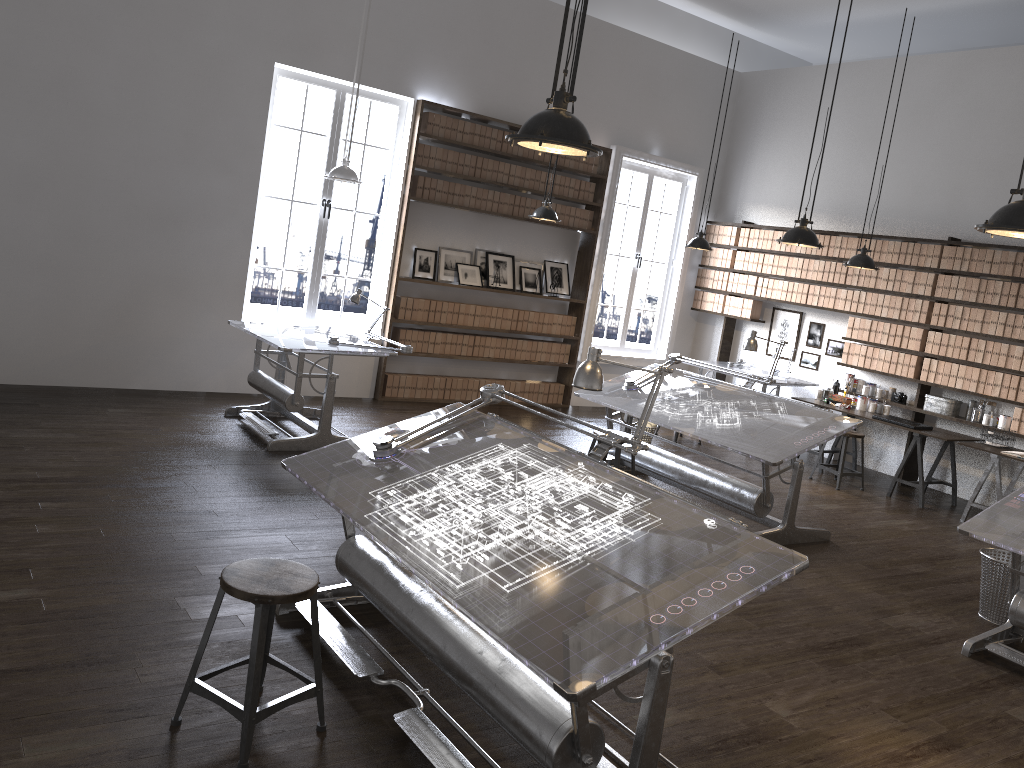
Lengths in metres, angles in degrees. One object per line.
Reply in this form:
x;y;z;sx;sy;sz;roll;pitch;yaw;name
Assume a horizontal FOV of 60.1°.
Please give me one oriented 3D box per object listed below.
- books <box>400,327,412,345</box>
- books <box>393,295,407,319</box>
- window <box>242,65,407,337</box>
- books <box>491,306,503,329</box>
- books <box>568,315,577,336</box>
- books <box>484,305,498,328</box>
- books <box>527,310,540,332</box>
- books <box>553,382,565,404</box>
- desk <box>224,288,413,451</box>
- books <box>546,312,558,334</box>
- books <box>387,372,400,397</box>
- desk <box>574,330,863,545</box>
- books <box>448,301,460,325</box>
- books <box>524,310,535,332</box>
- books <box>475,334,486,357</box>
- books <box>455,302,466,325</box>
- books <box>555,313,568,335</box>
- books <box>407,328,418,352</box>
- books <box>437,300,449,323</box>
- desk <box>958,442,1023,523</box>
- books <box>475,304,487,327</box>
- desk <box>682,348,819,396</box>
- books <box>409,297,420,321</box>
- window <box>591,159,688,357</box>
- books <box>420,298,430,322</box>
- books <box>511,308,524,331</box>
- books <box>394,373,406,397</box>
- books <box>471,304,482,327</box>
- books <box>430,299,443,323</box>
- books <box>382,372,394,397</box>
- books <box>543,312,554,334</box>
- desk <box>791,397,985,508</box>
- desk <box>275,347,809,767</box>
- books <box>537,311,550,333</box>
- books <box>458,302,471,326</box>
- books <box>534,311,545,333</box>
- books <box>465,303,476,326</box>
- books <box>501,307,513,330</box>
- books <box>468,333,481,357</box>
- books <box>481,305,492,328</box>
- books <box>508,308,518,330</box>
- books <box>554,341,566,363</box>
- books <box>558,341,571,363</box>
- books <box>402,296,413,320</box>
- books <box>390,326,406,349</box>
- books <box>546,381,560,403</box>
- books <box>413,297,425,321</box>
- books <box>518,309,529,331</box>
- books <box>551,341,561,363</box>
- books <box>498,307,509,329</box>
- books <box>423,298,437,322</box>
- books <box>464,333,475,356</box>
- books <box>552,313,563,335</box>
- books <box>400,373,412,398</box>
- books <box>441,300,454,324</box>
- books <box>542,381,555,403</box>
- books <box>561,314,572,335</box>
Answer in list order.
-1.111;-0.461;9.121;0.066;0.224;0.176;5;8;-35;books
-1.155;-0.781;9.027;0.066;0.224;0.176;5;8;-35;books
-1.801;-1.660;8.507;1.479;2.485;0.154;5;7;-35;window
-0.187;-0.729;9.709;0.066;0.224;0.176;5;8;-35;books
0.661;-0.683;10.310;0.067;0.224;0.176;5;8;-35;books
-0.248;-0.733;9.670;0.066;0.224;0.176;5;8;-35;books
0.218;-0.708;10.004;0.066;0.224;0.176;5;8;-35;books
0.525;0.102;10.385;0.066;0.224;0.176;5;8;-35;books
-1.509;-0.187;7.034;1.169;1.183;1.278;4;9;-35;desk
0.438;-0.696;10.156;0.066;0.224;0.176;5;8;-35;books
-1.240;0.007;9.135;0.066;0.224;0.176;5;8;-35;books
1.467;0.220;6.811;1.074;1.379;2.297;4;9;-35;desk
-0.639;-0.754;9.396;0.066;0.224;0.176;5;8;-35;books
0.163;-0.710;9.960;0.066;0.224;0.176;5;8;-35;books
-0.371;-0.422;9.653;0.066;0.224;0.176;5;8;-35;books
-0.581;-0.750;9.430;0.067;0.224;0.176;5;8;-35;books
0.548;-0.690;10.237;0.066;0.224;0.176;5;8;-35;books
-1.054;-0.458;9.166;0.066;0.224;0.176;5;8;-35;books
-0.753;-0.760;9.311;0.066;0.224;0.176;5;8;-35;books
4.532;1.021;7.192;0.654;0.666;1.681;4;9;-35;desk
-0.363;-0.739;9.591;0.066;0.224;0.176;5;8;-35;books
2.639;0.092;9.912;1.069;1.092;1.278;4;9;-35;desk
-1.035;-0.774;9.108;0.067;0.224;0.176;5;8;-35;books
1.493;-1.469;10.694;1.242;2.298;0.154;5;7;-35;window
-0.934;-0.770;9.188;0.066;0.224;0.176;5;8;-35;books
0.045;-0.717;9.875;0.067;0.224;0.176;5;8;-35;books
-1.181;0.011;9.172;0.067;0.224;0.176;5;8;-35;books
-0.418;-0.741;9.548;0.067;0.224;0.176;5;8;-35;books
-0.813;-0.764;9.274;0.066;0.224;0.176;5;8;-35;books
-1.298;0.004;9.096;0.066;0.224;0.176;5;8;-35;books
0.386;-0.699;10.121;0.066;0.224;0.176;5;8;-35;books
3.544;0.650;8.624;0.654;0.666;1.681;4;9;-35;desk
0.016;0.509;3.318;1.074;1.379;2.085;4;9;-35;desk
0.334;-0.701;10.079;0.067;0.224;0.176;5;8;-35;books
-0.530;-0.748;9.472;0.066;0.224;0.176;5;8;-35;books
0.276;-0.705;10.045;0.066;0.224;0.176;5;8;-35;books
-0.478;-0.745;9.507;0.066;0.224;0.176;5;8;-35;books
-0.079;-0.724;9.791;0.066;0.224;0.176;5;8;-35;books
-0.428;-0.424;9.606;0.067;0.224;0.176;5;8;-35;books
-0.307;-0.736;9.633;0.066;0.224;0.176;5;8;-35;books
-0.019;-0.721;9.837;0.066;0.224;0.176;5;8;-35;books
0.533;-0.373;10.293;0.066;0.224;0.176;5;8;-35;books
0.593;-0.369;10.331;0.066;0.224;0.176;5;8;-35;books
-1.094;-0.778;9.066;0.066;0.224;0.176;5;8;-35;books
-1.170;-0.464;9.079;0.067;0.224;0.176;5;8;-35;books
0.462;0.098;10.343;0.066;0.224;0.176;5;8;-35;books
-0.986;-0.773;9.148;0.066;0.224;0.176;5;8;-35;books
0.103;-0.714;9.923;0.066;0.224;0.176;5;8;-35;books
0.476;-0.376;10.252;0.066;0.224;0.176;5;8;-35;books
-0.128;-0.725;9.751;0.067;0.224;0.176;5;8;-35;books
-0.871;-0.766;9.226;0.067;0.224;0.176;5;8;-35;books
-0.492;-0.428;9.568;0.066;0.224;0.176;5;8;-35;books
0.493;-0.692;10.193;0.067;0.224;0.176;5;8;-35;books
-1.123;0.014;9.216;0.066;0.224;0.176;5;8;-35;books
-0.697;-0.757;9.355;0.066;0.224;0.176;5;8;-35;books
0.405;0.096;10.296;0.067;0.224;0.176;5;8;-35;books
0.604;-0.687;10.278;0.066;0.224;0.176;5;8;-35;books
